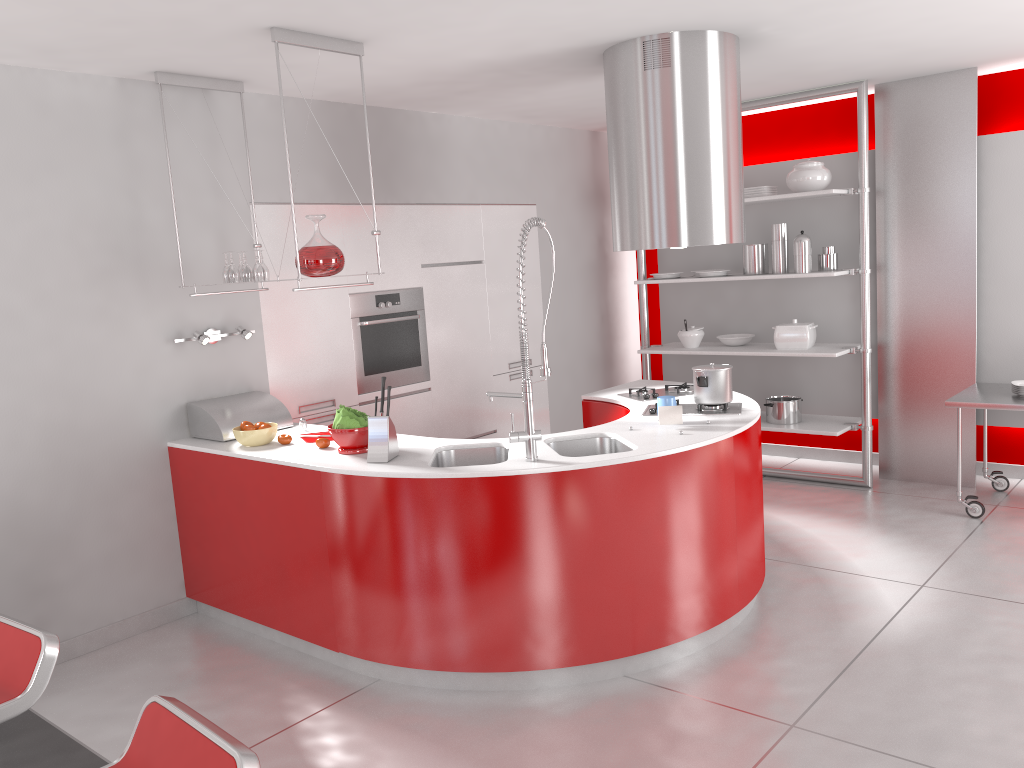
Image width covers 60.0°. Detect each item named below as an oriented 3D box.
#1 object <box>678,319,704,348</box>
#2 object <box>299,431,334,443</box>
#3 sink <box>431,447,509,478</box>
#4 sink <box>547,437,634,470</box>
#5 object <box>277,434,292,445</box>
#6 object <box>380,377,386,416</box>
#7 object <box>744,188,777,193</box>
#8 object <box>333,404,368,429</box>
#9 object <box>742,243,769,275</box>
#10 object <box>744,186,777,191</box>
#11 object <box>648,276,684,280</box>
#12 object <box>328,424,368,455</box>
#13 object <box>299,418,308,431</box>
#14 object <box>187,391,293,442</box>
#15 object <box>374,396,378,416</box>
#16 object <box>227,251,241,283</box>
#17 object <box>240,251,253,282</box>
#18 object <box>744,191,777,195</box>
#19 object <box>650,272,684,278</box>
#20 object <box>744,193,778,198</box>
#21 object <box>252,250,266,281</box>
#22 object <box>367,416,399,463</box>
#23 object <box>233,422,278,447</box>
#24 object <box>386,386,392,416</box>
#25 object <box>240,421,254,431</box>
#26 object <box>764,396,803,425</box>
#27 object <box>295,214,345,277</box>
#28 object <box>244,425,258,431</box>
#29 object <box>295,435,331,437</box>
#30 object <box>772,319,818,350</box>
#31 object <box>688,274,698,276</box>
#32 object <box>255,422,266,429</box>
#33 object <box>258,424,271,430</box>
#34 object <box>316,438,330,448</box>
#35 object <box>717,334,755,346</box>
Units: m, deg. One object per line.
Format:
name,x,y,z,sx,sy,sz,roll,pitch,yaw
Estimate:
object,1.306,-0.373,6.476,0.192,0.214,0.192,0,9,27
object,-0.900,0.249,4.181,0.168,0.006,0.266,-7,9,-22
sink,-0.161,0.388,3.605,0.326,0.172,0.428,-4,8,2
sink,0.323,0.350,3.640,0.326,0.172,0.428,-5,8,-10
object,-1.043,0.255,4.071,0.065,0.047,0.063,3,10,40
object,-0.528,0.136,3.611,0.014,0.322,0.150,-2,8,12
object,1.681,-1.306,6.040,0.200,0.030,0.200,3,10,40
object,-0.665,0.177,3.791,0.193,0.182,0.198,-11,11,-43
object,1.665,-0.854,6.083,0.172,0.205,0.184,-12,11,-43
object,1.679,-1.322,6.038,0.200,0.030,0.200,3,10,40
object,1.133,-0.775,6.484,0.280,0.015,0.280,-6,8,-12
object,-0.670,0.229,3.805,0.229,0.118,0.228,-2,8,12
object,-1.032,0.201,4.377,0.042,0.066,0.043,-10,10,-36
object,-1.362,0.155,4.453,0.300,0.170,0.400,3,10,40
object,-0.555,0.152,3.611,0.009,0.197,0.091,-2,8,12
object,-1.270,-0.531,4.033,0.060,0.141,0.060,-1,8,17
object,-1.236,-0.545,4.111,0.060,0.141,0.060,3,10,40
object,1.682,-1.292,6.042,0.200,0.030,0.200,3,10,40
object,1.132,-0.789,6.482,0.244,0.042,0.244,0,9,25
object,1.683,-1.276,6.045,0.200,0.030,0.200,3,10,40
object,-1.159,-0.541,4.048,0.060,0.141,0.060,3,10,40
object,-0.530,0.215,3.595,0.091,0.178,0.137,-2,8,14
object,-1.187,0.240,4.114,0.201,0.086,0.201,3,11,41
object,-0.502,0.152,3.598,0.012,0.279,0.130,-2,8,12
object,-1.241,0.203,4.154,0.055,0.058,0.066,0,9,26
object,1.878,0.179,6.131,0.240,0.161,0.259,0,9,24
object,-0.838,-0.598,3.844,0.213,0.266,0.213,-7,8,-21
object,-1.207,0.212,4.103,0.065,0.052,0.062,0,9,25
object,-0.848,0.242,4.158,0.375,0.008,0.041,-1,8,17
object,1.924,-0.342,6.027,0.282,0.197,0.235,1,9,30
object,1.437,-0.800,6.514,0.280,0.015,0.280,-6,8,-12
object,-1.179,0.203,4.157,0.066,0.049,0.062,2,10,37
object,-1.143,0.208,4.101,0.062,0.049,0.066,-11,10,-41
object,-0.835,0.260,3.921,0.064,0.048,0.063,-1,8,19
object,1.619,-0.314,6.415,0.272,0.072,0.272,-3,8,5
